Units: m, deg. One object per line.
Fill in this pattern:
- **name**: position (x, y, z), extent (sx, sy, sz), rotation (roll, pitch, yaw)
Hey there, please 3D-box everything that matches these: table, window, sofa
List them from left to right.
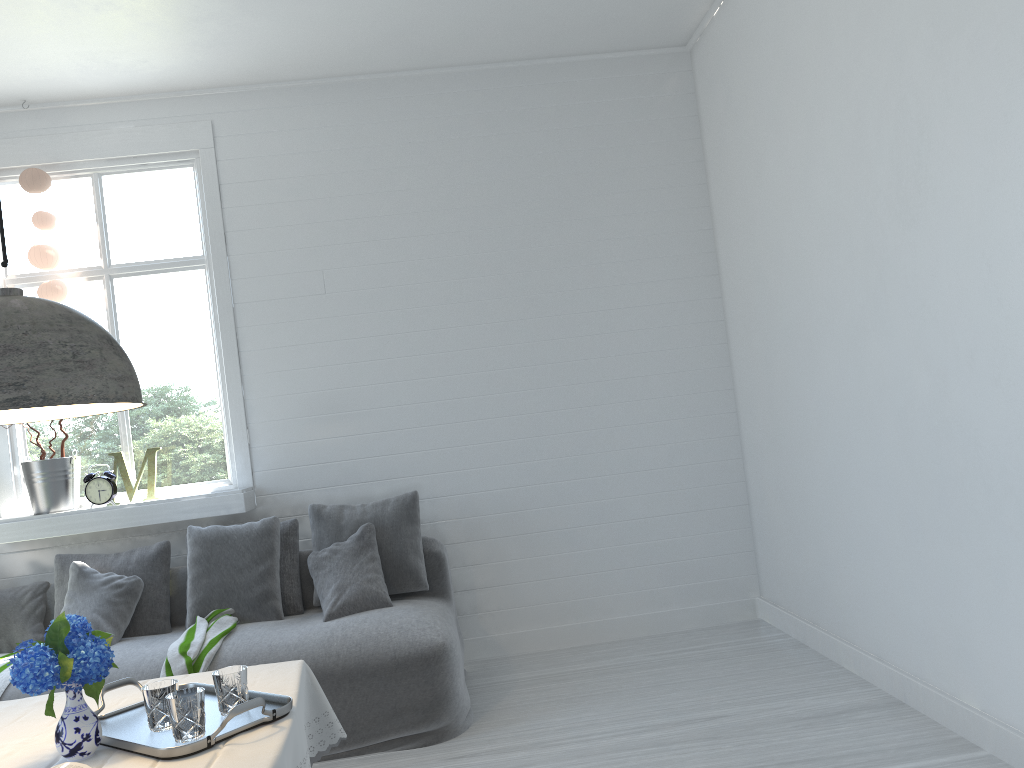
- **sofa**: position (-1.852, 1.410, 3.456), extent (3.407, 0.898, 3.397), rotation (-7, -2, -5)
- **table**: position (-1.127, 1.309, 2.299), extent (1.327, 0.724, 1.671), rotation (-7, -2, -4)
- **window**: position (-2.428, -0.350, 5.265), extent (1.482, 2.397, 0.379), rotation (-7, -1, -5)

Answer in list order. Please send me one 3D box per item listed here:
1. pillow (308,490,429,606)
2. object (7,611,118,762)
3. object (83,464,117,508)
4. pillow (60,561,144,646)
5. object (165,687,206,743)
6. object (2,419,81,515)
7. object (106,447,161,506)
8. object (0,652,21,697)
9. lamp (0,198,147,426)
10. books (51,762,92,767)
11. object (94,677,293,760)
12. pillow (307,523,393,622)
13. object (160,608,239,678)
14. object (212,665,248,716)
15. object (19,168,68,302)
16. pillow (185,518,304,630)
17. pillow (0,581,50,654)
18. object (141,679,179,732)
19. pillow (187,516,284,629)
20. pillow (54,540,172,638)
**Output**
- **pillow**: position (-0.817, 0.923, 5.005), extent (0.639, 0.560, 0.279), rotation (-7, -2, -4)
- **object**: position (-1.133, 0.766, 2.264), extent (0.265, 0.376, 0.236), rotation (-7, -2, -3)
- **object**: position (-2.378, 0.589, 5.126), extent (0.182, 0.250, 0.075), rotation (-7, -1, -5)
- **pillow**: position (-2.198, 1.162, 4.626), extent (0.380, 0.463, 0.416), rotation (-7, -2, 10)
- **object**: position (-0.829, 0.847, 2.265), extent (0.096, 0.119, 0.095), rotation (-8, -2, 19)
- **object**: position (-2.636, 0.262, 4.913), extent (0.849, 0.935, 0.634), rotation (-9, -2, 42)
- **object**: position (-2.243, 0.550, 5.265), extent (0.330, 0.311, 0.052), rotation (-6, -2, -15)
- **object**: position (-2.752, 1.584, 3.216), extent (1.043, 0.473, 3.166), rotation (-7, -2, -4)
- **lamp**: position (-1.382, -0.929, 2.299), extent (0.600, 2.043, 0.601), rotation (-6, -2, -34)
- **books**: position (-0.953, 0.885, 1.891), extent (0.422, 0.049, 0.300), rotation (-7, -2, 10)
- **object**: position (-0.917, 0.889, 2.443), extent (0.652, 0.092, 0.398), rotation (-9, -3, 37)
- **pillow**: position (-0.873, 1.004, 4.738), extent (0.380, 0.463, 0.417), rotation (-6, -2, -20)
- **object**: position (-1.646, 1.390, 4.156), extent (0.623, 0.833, 1.580), rotation (-8, -2, 20)
- **object**: position (-0.773, 0.848, 2.449), extent (0.096, 0.119, 0.095), rotation (-8, -2, 19)
- **object**: position (-2.747, -0.579, 5.251), extent (0.200, 1.426, 0.196), rotation (-8, -2, 36)
- **pillow**: position (-1.502, 1.058, 4.957), extent (0.641, 0.520, 0.280), rotation (-7, -2, -4)
- **pillow**: position (-2.767, 1.275, 4.839), extent (0.495, 0.438, 0.280), rotation (-7, -2, -3)
- **object**: position (-0.940, 0.866, 2.384), extent (0.095, 0.119, 0.096), rotation (-6, -2, -21)
- **pillow**: position (-1.504, 1.034, 4.812), extent (0.509, 0.572, 0.296), rotation (-7, -2, -5)
- **pillow**: position (-2.204, 1.169, 4.886), extent (0.639, 0.521, 0.279), rotation (-7, -2, -5)
